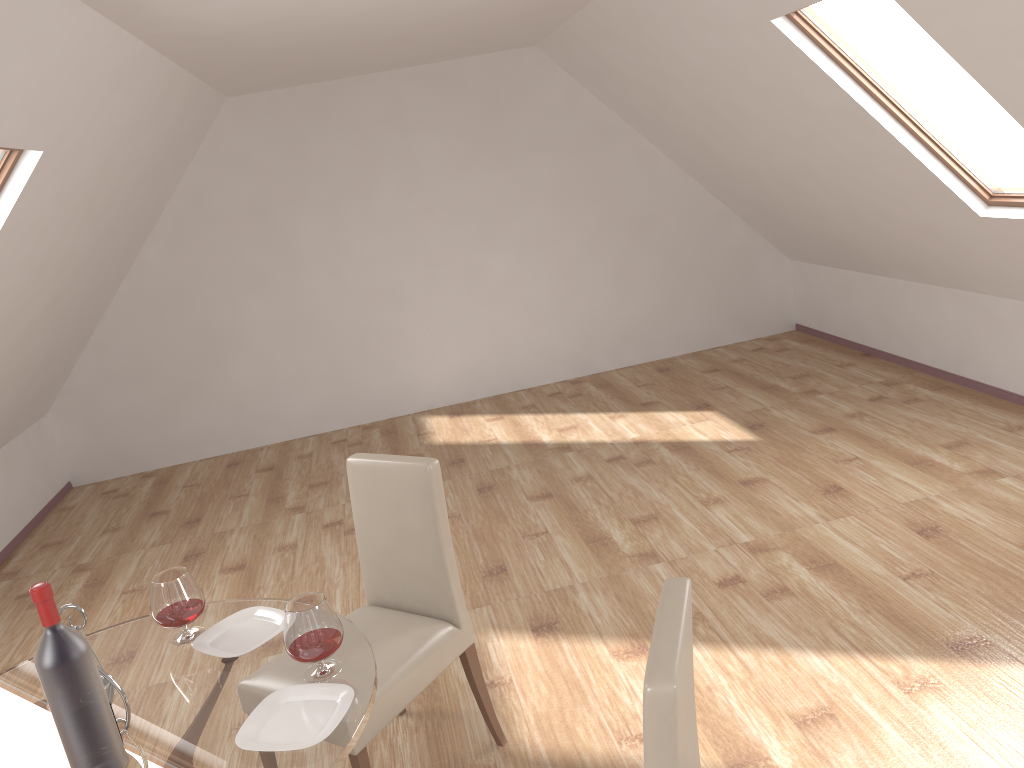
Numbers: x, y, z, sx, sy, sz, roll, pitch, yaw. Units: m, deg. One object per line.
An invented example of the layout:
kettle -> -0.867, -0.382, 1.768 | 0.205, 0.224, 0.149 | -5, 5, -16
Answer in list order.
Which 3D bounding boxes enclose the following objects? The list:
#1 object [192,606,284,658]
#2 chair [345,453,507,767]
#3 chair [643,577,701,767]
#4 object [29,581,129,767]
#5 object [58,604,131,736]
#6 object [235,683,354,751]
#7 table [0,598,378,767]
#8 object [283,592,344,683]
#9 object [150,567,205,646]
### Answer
object -> -0.695, 0.649, 2.303 | 0.228, 0.020, 0.228 | 0, 18, 37
chair -> -0.457, 0.793, 2.723 | 0.477, 0.999, 0.618 | 0, 18, 36
chair -> 0.100, 0.932, 1.789 | 0.618, 0.999, 0.477 | -6, 15, 17
object -> -0.885, 0.600, 1.784 | 0.109, 0.435, 0.109 | -13, 15, -11
object -> -0.924, 0.627, 1.940 | 0.096, 0.322, 0.086 | 4, 20, 44
object -> -0.457, 0.713, 1.886 | 0.228, 0.020, 0.228 | -7, 15, 15
table -> -0.829, 1.148, 2.072 | 1.198, 0.770, 1.198 | -7, 15, 13
object -> -0.458, 0.585, 2.052 | 0.136, 0.183, 0.136 | -18, 16, -27
object -> -0.883, 0.587, 2.348 | 0.136, 0.183, 0.136 | -18, 16, -27
